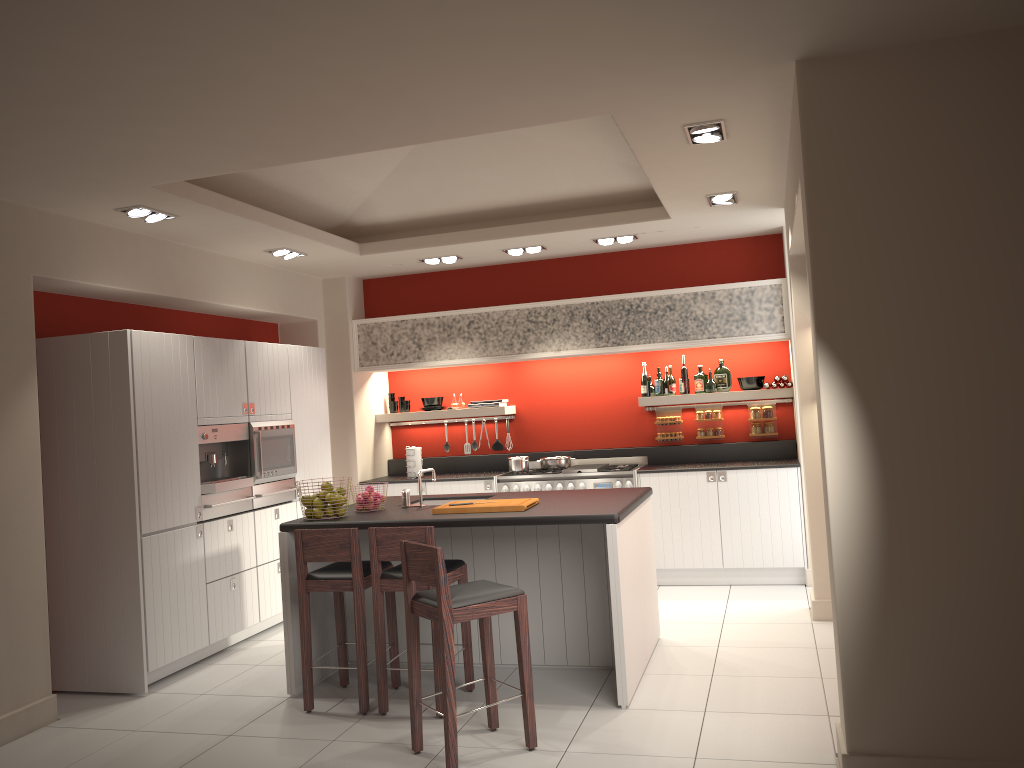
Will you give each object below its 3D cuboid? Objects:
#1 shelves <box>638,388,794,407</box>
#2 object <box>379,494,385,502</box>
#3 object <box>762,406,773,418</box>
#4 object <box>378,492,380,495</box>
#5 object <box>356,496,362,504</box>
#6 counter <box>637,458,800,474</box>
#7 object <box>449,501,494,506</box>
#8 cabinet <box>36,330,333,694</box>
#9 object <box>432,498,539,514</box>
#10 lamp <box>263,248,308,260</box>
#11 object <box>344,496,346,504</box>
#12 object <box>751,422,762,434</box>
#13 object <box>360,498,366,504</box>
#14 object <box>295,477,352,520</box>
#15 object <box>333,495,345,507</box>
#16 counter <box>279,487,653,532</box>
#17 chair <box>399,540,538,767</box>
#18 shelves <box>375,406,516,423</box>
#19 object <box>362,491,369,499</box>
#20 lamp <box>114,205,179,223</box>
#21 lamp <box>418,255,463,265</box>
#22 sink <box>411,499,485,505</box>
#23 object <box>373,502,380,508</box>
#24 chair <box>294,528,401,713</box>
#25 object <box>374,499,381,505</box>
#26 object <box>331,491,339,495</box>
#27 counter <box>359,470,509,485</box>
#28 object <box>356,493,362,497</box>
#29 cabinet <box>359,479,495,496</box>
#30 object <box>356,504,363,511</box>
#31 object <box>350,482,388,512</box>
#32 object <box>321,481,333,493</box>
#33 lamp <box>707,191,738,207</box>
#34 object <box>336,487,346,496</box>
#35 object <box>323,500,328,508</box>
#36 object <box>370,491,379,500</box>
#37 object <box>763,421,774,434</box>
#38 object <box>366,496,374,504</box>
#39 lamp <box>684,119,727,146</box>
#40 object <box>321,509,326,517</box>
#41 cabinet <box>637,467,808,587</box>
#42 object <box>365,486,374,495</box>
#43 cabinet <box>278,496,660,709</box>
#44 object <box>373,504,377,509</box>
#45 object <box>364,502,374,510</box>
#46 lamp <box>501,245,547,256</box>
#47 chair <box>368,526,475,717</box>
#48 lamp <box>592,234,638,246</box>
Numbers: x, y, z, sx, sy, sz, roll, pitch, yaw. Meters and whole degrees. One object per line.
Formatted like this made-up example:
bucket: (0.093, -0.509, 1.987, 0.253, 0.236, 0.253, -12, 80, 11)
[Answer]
shelves: (1.884, 0.122, 8.192, 1.379, 0.083, 0.376, -4, -2, 16)
object: (-0.853, 0.747, 5.770, 0.055, 0.056, 0.055, -4, -2, 26)
object: (2.348, 0.264, 8.141, 0.093, 0.120, 0.094, -5, -2, 37)
object: (-0.888, 0.734, 5.805, 0.056, 0.050, 0.055, -2, -2, -35)
object: (-0.973, 0.748, 5.702, 0.059, 0.059, 0.060, -5, -2, 28)
counter: (1.836, 0.725, 7.887, 1.360, 0.026, 0.699, -4, -2, 16)
object: (-0.235, 0.721, 5.374, 0.302, 0.010, 0.035, -3, -2, -13)
cabinet: (-2.300, 0.815, 6.811, 0.716, 2.250, 2.557, -4, -2, 16)
object: (-0.154, 0.738, 5.373, 0.570, 0.033, 0.372, -4, -2, 15)
lamp: (-1.833, -1.068, 7.195, 0.199, 0.084, 0.361, -4, -2, 16)
object: (-1.051, 0.721, 5.492, 0.057, 0.057, 0.055, -4, -2, 8)
object: (2.254, 0.408, 8.167, 0.093, 0.120, 0.094, -5, -2, 37)
object: (-0.951, 0.747, 5.664, 0.041, 0.041, 0.040, -2, -2, -37)
object: (-1.154, 0.702, 5.456, 0.341, 0.232, 0.341, -2, -2, -41)
object: (-1.066, 0.718, 5.434, 0.082, 0.082, 0.082, -3, -2, -17)
counter: (-0.215, 0.792, 5.685, 2.054, 0.050, 1.415, -4, -2, 16)
chair: (-0.213, 1.244, 4.266, 0.474, 1.008, 0.383, -2, -2, -33)
shelves: (-0.675, 0.304, 8.936, 1.379, 0.083, 0.376, -4, -2, 16)
object: (-0.935, 0.708, 5.658, 0.048, 0.046, 0.048, -3, -2, -28)
lamp: (-2.301, -1.089, 5.595, 0.199, 0.103, 0.361, -4, -2, 16)
lamp: (-0.641, -1.133, 7.944, 0.361, 0.109, 0.199, -4, -2, 16)
sink: (-0.436, 0.940, 6.002, 0.567, 0.258, 0.516, -4, -2, 16)
object: (-0.889, 0.788, 5.796, 0.050, 0.049, 0.049, -3, -2, -18)
chair: (-0.946, 1.314, 5.148, 0.383, 1.008, 0.474, -4, -2, 16)
object: (-0.868, 0.760, 5.713, 0.046, 0.043, 0.046, -3, -2, -34)
object: (-1.097, 0.688, 5.475, 0.056, 0.054, 0.057, -3, -2, -13)
counter: (-0.714, 0.907, 8.628, 1.360, 0.026, 0.699, -4, -2, 16)
object: (-0.984, 0.732, 5.746, 0.049, 0.049, 0.048, -4, -2, 24)
cabinet: (-0.684, 1.416, 8.614, 1.361, 0.993, 0.687, -4, -2, 16)
object: (-0.979, 0.791, 5.700, 0.050, 0.049, 0.049, -3, -2, -18)
object: (-0.919, 0.730, 5.736, 0.248, 0.168, 0.248, -4, -2, 4)
object: (-1.143, 0.639, 5.480, 0.078, 0.080, 0.078, -4, -2, 16)
lamp: (1.480, -1.314, 6.232, 0.199, 0.090, 0.361, -4, -2, 16)
object: (-1.064, 0.670, 5.519, 0.067, 0.064, 0.067, -4, -2, 17)
object: (-1.177, 0.753, 5.523, 0.064, 0.060, 0.064, -4, -2, 11)
object: (-0.882, 0.718, 5.699, 0.051, 0.055, 0.056, -5, -2, 30)
object: (2.356, 0.400, 8.137, 0.093, 0.120, 0.094, -5, -2, 37)
object: (-0.906, 0.741, 5.661, 0.048, 0.046, 0.048, -3, -2, -25)
lamp: (1.013, -1.328, 4.632, 0.199, 0.085, 0.361, -4, -2, 16)
object: (-1.168, 0.793, 5.472, 0.055, 0.054, 0.053, -4, -2, 20)
cabinet: (1.870, 1.234, 7.872, 1.361, 0.993, 0.687, -4, -2, 16)
object: (-0.918, 0.684, 5.718, 0.056, 0.058, 0.056, -3, -2, -29)
cabinet: (-0.188, 1.323, 5.670, 2.034, 1.011, 1.423, -4, -2, 16)
object: (-0.895, 0.793, 5.734, 0.040, 0.039, 0.039, -3, -2, -25)
object: (-0.918, 0.782, 5.687, 0.062, 0.057, 0.061, -4, -2, 16)
lamp: (0.107, -1.187, 7.726, 0.361, 0.104, 0.199, -4, -2, 16)
chair: (-0.504, 1.282, 5.020, 0.383, 1.008, 0.474, -4, -2, 18)
lamp: (0.874, -1.242, 7.503, 0.361, 0.103, 0.199, -4, -2, 16)
